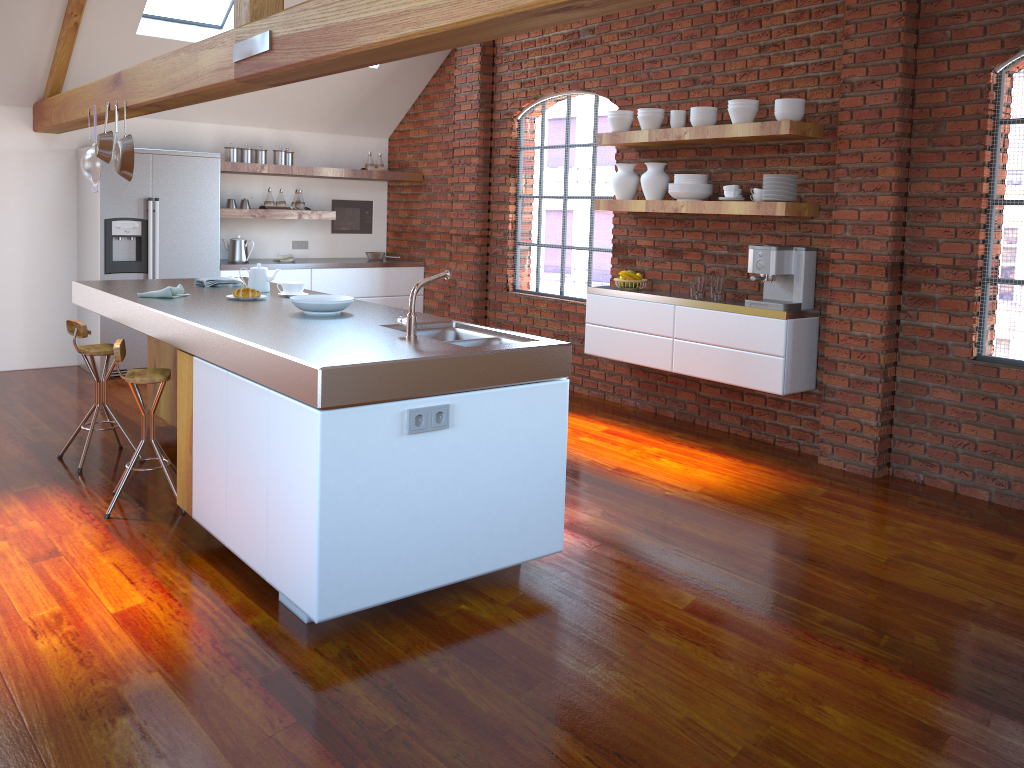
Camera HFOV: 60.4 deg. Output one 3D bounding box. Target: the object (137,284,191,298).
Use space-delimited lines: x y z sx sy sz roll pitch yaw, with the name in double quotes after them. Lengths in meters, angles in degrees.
-1.745 -0.470 4.403 0.196 0.061 0.207 4 11 13 "object"

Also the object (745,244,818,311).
1.553 -0.630 5.133 0.380 0.366 0.273 -4 9 -38 "object"

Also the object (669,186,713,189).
1.140 -1.228 5.620 0.283 0.054 0.284 9 13 34 "object"

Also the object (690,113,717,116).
1.204 -1.664 5.530 0.166 0.060 0.167 -8 14 -44 "object"

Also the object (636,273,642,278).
0.875 -0.744 6.081 0.047 0.045 0.055 2 8 3 "object"

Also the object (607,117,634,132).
0.738 -1.762 6.005 0.180 0.102 0.184 1 9 -3 "object"

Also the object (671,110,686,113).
1.079 -1.742 5.712 0.099 0.060 0.100 2 9 0 "object"

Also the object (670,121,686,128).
1.077 -1.674 5.717 0.099 0.060 0.100 2 9 0 "object"

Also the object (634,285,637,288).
0.854 -0.703 6.113 0.070 0.068 0.069 -3 9 -30 "object"

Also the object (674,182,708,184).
1.140 -1.256 5.618 0.215 0.054 0.215 12 14 42 "object"

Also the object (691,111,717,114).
1.205 -1.677 5.529 0.166 0.060 0.167 -8 14 -44 "object"

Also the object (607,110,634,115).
0.740 -1.806 6.001 0.180 0.102 0.184 1 9 -3 "object"

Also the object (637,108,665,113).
0.921 -1.766 5.833 0.180 0.102 0.184 1 9 -3 "object"

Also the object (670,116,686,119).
1.078 -1.703 5.715 0.099 0.060 0.100 2 9 0 "object"

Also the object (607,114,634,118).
0.739 -1.783 6.003 0.180 0.102 0.184 1 9 -3 "object"

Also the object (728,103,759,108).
1.380 -1.616 5.260 0.180 0.102 0.183 5 10 21 "object"

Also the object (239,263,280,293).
-1.367 -0.577 4.770 0.197 0.154 0.119 -4 9 -33 "object"

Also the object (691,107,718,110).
1.205 -1.702 5.528 0.166 0.060 0.167 -8 14 -44 "object"

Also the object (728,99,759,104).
1.381 -1.639 5.258 0.180 0.102 0.183 5 10 21 "object"

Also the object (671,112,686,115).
1.078 -1.728 5.713 0.099 0.060 0.100 2 9 0 "object"

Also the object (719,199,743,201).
1.330 -1.110 5.330 0.154 0.012 0.156 4 11 12 "object"

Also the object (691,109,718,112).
1.205 -1.689 5.528 0.166 0.060 0.167 -8 14 -44 "object"

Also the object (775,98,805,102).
1.588 -1.591 5.029 0.165 0.060 0.168 2 10 0 "object"

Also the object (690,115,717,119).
1.204 -1.650 5.531 0.166 0.060 0.167 -8 14 -44 "object"

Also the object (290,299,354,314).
-0.853 -0.350 3.953 0.282 0.054 0.285 6 12 23 "object"

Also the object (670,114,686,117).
1.078 -1.717 5.714 0.099 0.060 0.100 2 9 0 "object"

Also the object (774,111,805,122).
1.586 -1.523 5.034 0.165 0.060 0.168 2 10 0 "object"

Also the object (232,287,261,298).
-1.331 -0.459 4.414 0.138 0.051 0.063 -2 9 -20 "object"

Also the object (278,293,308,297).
-1.146 -0.467 4.608 0.154 0.012 0.156 0 11 -10 "object"

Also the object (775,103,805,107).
1.587 -1.566 5.031 0.165 0.060 0.168 2 10 0 "object"

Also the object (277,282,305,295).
-1.148 -0.497 4.608 0.125 0.069 0.117 9 12 35 "object"

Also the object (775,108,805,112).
1.586 -1.539 5.033 0.165 0.060 0.168 2 10 0 "object"

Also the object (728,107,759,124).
1.380 -1.595 5.262 0.180 0.102 0.183 5 10 21 "object"

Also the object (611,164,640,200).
0.783 -1.394 6.082 0.192 0.247 0.195 2 7 0 "object"

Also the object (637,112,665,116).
0.920 -1.744 5.835 0.180 0.102 0.184 1 9 -3 "object"

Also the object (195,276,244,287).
-1.690 -0.594 5.084 0.233 0.049 0.166 -7 14 -38 "object"

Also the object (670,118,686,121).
1.077 -1.690 5.716 0.099 0.060 0.100 2 9 0 "object"

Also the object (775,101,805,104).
1.588 -1.578 5.030 0.165 0.060 0.168 2 10 0 "object"

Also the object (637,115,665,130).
0.919 -1.723 5.837 0.180 0.102 0.184 1 9 -3 "object"

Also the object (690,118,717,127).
1.203 -1.634 5.532 0.166 0.060 0.167 -8 14 -44 "object"

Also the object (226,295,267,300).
-1.329 -0.433 4.405 0.194 0.013 0.197 -2 12 -18 "object"

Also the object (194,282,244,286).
-1.702 -0.586 5.120 0.232 0.026 0.167 5 11 16 "object"

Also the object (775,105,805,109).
1.587 -1.553 5.032 0.165 0.060 0.168 2 10 0 "object"

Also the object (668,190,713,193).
1.139 -1.206 5.622 0.283 0.054 0.284 9 13 34 "object"

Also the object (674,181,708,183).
1.141 -1.266 5.617 0.215 0.054 0.215 12 14 42 "object"
